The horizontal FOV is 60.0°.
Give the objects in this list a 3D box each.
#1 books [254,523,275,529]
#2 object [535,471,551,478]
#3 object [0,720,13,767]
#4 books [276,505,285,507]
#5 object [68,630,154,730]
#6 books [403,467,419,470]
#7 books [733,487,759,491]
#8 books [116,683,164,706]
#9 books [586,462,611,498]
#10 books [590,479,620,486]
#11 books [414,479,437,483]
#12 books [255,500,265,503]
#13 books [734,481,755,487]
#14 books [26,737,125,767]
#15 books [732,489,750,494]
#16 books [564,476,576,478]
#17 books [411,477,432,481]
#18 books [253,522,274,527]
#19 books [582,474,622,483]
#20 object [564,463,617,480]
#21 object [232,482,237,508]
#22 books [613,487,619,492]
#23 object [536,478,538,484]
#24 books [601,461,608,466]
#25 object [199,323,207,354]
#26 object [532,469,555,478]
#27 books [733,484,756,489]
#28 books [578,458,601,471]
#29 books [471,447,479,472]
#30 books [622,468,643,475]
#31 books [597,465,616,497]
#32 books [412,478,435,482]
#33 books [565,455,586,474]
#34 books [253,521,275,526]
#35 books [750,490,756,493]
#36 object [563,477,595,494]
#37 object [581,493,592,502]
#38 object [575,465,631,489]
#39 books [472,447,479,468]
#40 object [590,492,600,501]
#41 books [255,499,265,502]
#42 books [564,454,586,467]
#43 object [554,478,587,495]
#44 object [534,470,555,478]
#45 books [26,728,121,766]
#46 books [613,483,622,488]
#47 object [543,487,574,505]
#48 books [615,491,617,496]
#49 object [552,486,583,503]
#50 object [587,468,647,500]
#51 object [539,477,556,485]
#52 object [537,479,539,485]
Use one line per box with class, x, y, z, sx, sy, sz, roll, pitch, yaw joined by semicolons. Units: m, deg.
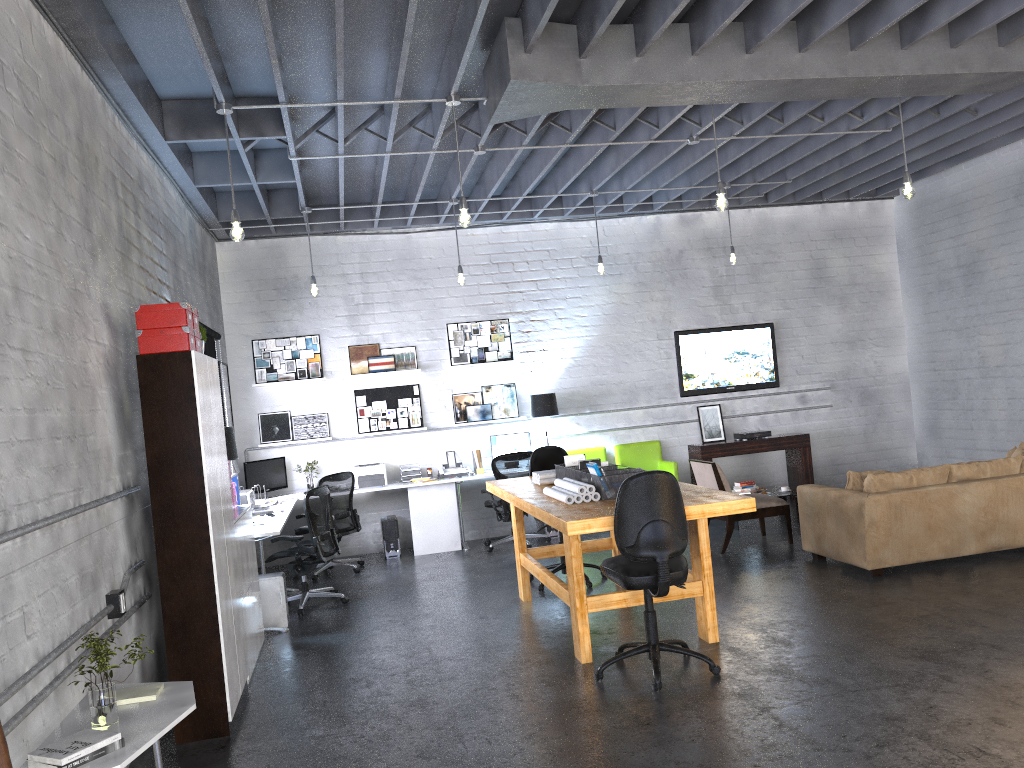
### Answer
books;-2.047;1.149;7.147;0.213;0.012;0.158;-6;-1;14
object;0.437;0.690;6.949;0.519;0.047;0.046;-6;0;-11
object;-1.444;0.762;2.263;0.320;2.121;0.425;-6;0;-11
books;-2.245;1.183;8.566;0.112;0.001;0.066;-5;-1;-24
object;-1.547;1.134;3.415;0.297;0.363;0.271;-6;0;24
books;-1.158;0.960;10.066;0.133;0.008;0.203;-5;-1;-28
books;2.607;1.166;9.887;0.161;0.026;0.223;-5;-1;-41
books;-1.617;1.317;3.748;0.248;0.021;0.177;-6;-1;-11
books;0.559;0.618;5.718;0.108;0.234;0.166;-6;0;-11
books;0.631;0.668;6.059;0.250;0.022;0.205;-6;-1;-6
books;-0.958;1.069;9.781;0.148;0.014;0.211;-6;-1;44
books;-2.626;1.180;8.854;0.297;0.006;0.210;-6;-1;-11
books;2.591;1.111;9.880;0.185;0.041;0.129;-6;-1;-16
books;-1.530;1.296;3.115;0.185;0.031;0.250;-6;-1;31
books;2.440;1.164;9.570;0.223;0.027;0.161;-6;-1;-1
books;0.526;0.700;6.612;0.233;0.022;0.184;-6;-1;-13
books;-0.999;1.045;9.758;0.211;0.014;0.148;-6;-1;4
books;-2.052;1.138;7.149;0.209;0.012;0.158;-6;-1;12
books;0.619;0.644;6.053;0.232;0.027;0.185;-5;-1;-39
object;0.570;0.665;6.354;0.316;0.156;0.306;-6;0;-11
object;-2.161;0.834;6.562;0.214;0.177;0.161;-6;0;-11
books;0.742;0.678;5.763;0.141;0.021;0.203;-6;-1;-10
object;0.446;0.729;6.926;0.519;0.047;0.047;-6;0;-11
books;0.612;0.643;6.265;0.143;0.188;0.061;-6;0;-11
object;-1.956;-0.262;5.446;0.169;0.240;0.171;-6;0;-12
object;0.420;0.693;7.041;0.519;0.047;0.046;-6;0;-11
books;2.594;1.143;9.888;0.208;0.024;0.144;-5;-1;-26
books;0.549;0.635;6.222;0.157;0.214;0.063;-6;0;-11
books;-0.419;0.877;10.174;0.036;0.296;0.210;-6;0;-11
books;0.868;0.684;6.657;0.244;0.067;0.298;-6;-1;-1
books;0.595;0.627;5.710;0.097;0.209;0.158;-6;0;-11
books;-0.973;1.057;9.766;0.211;0.014;0.148;-5;-1;-36
books;0.497;0.654;6.760;0.158;0.200;0.082;-6;0;-11
books;-2.049;1.127;7.154;0.212;0.010;0.170;-6;-1;16
books;2.583;1.197;9.886;0.223;0.032;0.161;-5;-1;-31
object;0.438;0.673;5.891;0.057;0.057;0.635;-6;-1;-11
object;0.414;0.724;5.886;0.057;0.058;0.635;-6;-1;-11
object;0.627;0.656;6.052;0.316;0.156;0.306;-6;0;-11
books;-0.411;0.876;10.179;0.043;0.296;0.210;-6;0;-11
object;0.470;0.719;5.896;0.058;0.057;0.635;-6;-1;-11
books;-2.627;1.175;8.858;0.297;0.006;0.210;-6;-1;-10
books;0.493;0.648;6.791;0.171;0.210;0.046;-6;0;-11
object;0.382;0.678;5.880;0.057;0.057;0.635;-6;-1;-11
object;0.429;0.691;6.994;0.519;0.047;0.046;-6;0;-11
books;-1.531;1.269;3.105;0.185;0.022;0.234;-6;-1;27
books;0.737;0.657;5.758;0.127;0.022;0.181;-6;-1;-16
object;0.303;0.735;5.864;0.057;0.058;0.635;-6;-1;-11
books;0.741;0.703;5.762;0.155;0.029;0.226;-6;-1;-11
object;0.359;0.730;5.875;0.058;0.057;0.635;-6;-1;-11
object;0.684;0.647;5.749;0.316;0.156;0.306;-6;0;-11
object;0.463;0.726;6.835;0.519;0.047;0.047;-6;0;-11
object;0.454;0.728;6.881;0.519;0.047;0.047;-6;0;-11
